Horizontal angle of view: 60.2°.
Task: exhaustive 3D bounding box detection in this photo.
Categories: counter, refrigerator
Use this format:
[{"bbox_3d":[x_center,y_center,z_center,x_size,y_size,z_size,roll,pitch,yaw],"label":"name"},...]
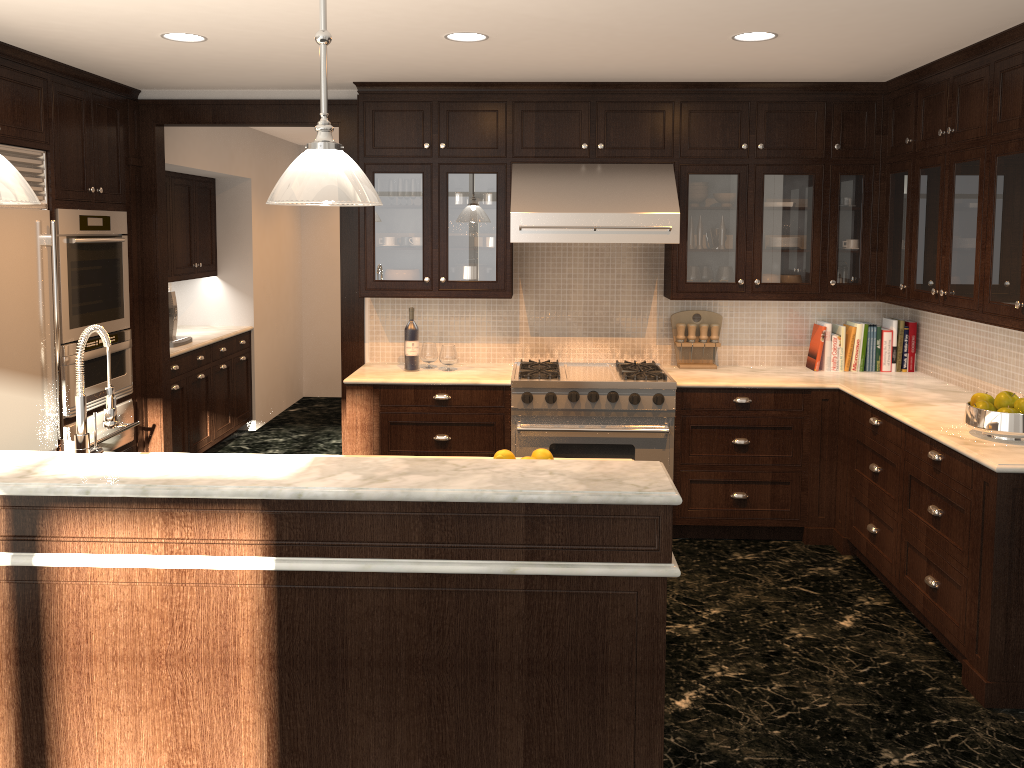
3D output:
[{"bbox_3d":[-2.600,-0.325,6.664,0.709,0.031,1.876,1,10,2],"label":"counter"},{"bbox_3d":[-0.997,0.363,2.764,2.867,0.031,1.066,1,10,2],"label":"counter"},{"bbox_3d":[-1.000,0.244,2.388,2.853,0.031,0.331,1,10,2],"label":"counter"},{"bbox_3d":[0.723,0.095,4.357,3.367,0.031,2.341,1,10,2],"label":"counter"},{"bbox_3d":[-2.661,-0.051,4.125,0.687,2.105,0.897,0,5,2],"label":"refrigerator"}]

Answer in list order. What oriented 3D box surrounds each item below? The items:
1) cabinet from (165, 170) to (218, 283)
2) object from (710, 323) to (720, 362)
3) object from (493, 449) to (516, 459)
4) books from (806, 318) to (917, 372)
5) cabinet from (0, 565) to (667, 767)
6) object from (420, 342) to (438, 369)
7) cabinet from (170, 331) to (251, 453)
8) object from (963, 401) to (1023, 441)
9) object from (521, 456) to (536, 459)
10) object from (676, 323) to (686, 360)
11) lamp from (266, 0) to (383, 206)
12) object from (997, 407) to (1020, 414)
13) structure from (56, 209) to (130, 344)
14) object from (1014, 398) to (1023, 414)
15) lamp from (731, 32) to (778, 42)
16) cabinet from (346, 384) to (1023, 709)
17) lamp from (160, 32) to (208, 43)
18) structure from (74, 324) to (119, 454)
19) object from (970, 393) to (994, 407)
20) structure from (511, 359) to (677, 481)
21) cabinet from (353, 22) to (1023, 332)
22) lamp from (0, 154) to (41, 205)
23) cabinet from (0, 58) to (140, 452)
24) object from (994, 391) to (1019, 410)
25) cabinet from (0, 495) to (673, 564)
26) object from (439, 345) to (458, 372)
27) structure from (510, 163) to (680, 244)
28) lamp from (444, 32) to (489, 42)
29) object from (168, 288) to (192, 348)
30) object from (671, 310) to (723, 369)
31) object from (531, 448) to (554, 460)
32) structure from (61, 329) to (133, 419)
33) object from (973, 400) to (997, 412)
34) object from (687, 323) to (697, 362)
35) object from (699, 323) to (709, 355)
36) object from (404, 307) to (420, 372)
[{"bbox_3d":[-2.735,-1.176,6.600,0.432,0.819,1.876,0,9,2],"label":"cabinet"},{"bbox_3d":[1.232,-0.252,5.373,0.061,0.235,0.061,-3,6,-34],"label":"object"},{"bbox_3d":[-0.024,0.258,2.982,0.079,0.073,0.083,-1,8,-11],"label":"object"},{"bbox_3d":[2.109,-0.241,5.350,0.603,0.309,0.196,1,6,1],"label":"books"},{"bbox_3d":[-0.995,0.799,2.803,2.846,0.906,1.036,1,8,2],"label":"cabinet"},{"bbox_3d":[-0.500,-0.170,5.317,0.112,0.150,0.113,0,7,-6],"label":"object"},{"bbox_3d":[-2.274,0.065,6.685,0.057,0.739,1.811,0,9,2],"label":"cabinet"},{"bbox_3d":[2.029,0.153,3.621,0.318,0.121,0.322,0,9,-4],"label":"object"},{"bbox_3d":[0.050,0.273,2.888,0.081,0.071,0.083,2,8,12],"label":"object"},{"bbox_3d":[1.028,-0.258,5.378,0.061,0.227,0.061,-1,5,-16],"label":"object"},{"bbox_3d":[-0.516,-0.884,2.417,0.317,0.777,0.320,2,6,16],"label":"lamp"},{"bbox_3d":[1.989,0.141,3.538,0.091,0.097,0.093,5,8,31],"label":"object"},{"bbox_3d":[-2.589,-0.626,4.968,0.613,0.695,0.766,1,7,2],"label":"structure"},{"bbox_3d":[2.053,0.097,3.518,0.091,0.097,0.093,-3,8,-27],"label":"object"},{"bbox_3d":[1.062,-1.584,3.859,0.198,0.136,0.199,6,10,36],"label":"lamp"},{"bbox_3d":[0.721,0.547,4.393,3.367,0.873,2.341,1,9,2],"label":"cabinet"},{"bbox_3d":[-1.464,-1.611,3.937,0.197,0.136,0.200,1,8,7],"label":"lamp"},{"bbox_3d":[-1.311,0.075,2.789,0.051,0.526,0.245,0,6,1],"label":"structure"},{"bbox_3d":[1.970,0.085,3.696,0.093,0.098,0.091,-4,8,-31],"label":"object"},{"bbox_3d":[0.456,0.318,5.203,0.905,0.831,0.726,1,7,2],"label":"structure"},{"bbox_3d":[0.732,-0.968,4.276,3.366,1.245,2.333,1,9,2],"label":"cabinet"},{"bbox_3d":[-1.500,-0.895,2.448,0.317,0.777,0.320,2,6,16],"label":"lamp"},{"bbox_3d":[-2.642,-0.366,4.516,0.756,2.402,1.861,0,7,2],"label":"cabinet"},{"bbox_3d":[2.019,0.079,3.600,0.091,0.099,0.096,-2,8,-21],"label":"object"},{"bbox_3d":[-1.011,0.335,2.396,2.835,0.151,0.296,1,9,2],"label":"cabinet"},{"bbox_3d":[-0.376,-0.154,5.226,0.112,0.150,0.113,0,7,-6],"label":"object"},{"bbox_3d":[0.465,-1.060,5.119,0.930,0.474,0.646,1,8,2],"label":"structure"},{"bbox_3d":[-0.201,-1.598,3.898,0.198,0.136,0.199,-5,10,-33],"label":"lamp"},{"bbox_3d":[-2.567,-0.481,6.330,0.447,0.403,0.347,1,7,2],"label":"object"},{"bbox_3d":[1.130,-0.273,5.384,0.316,0.347,0.111,0,5,1],"label":"object"},{"bbox_3d":[0.103,0.255,2.994,0.083,0.071,0.082,3,8,17],"label":"object"},{"bbox_3d":[-2.638,-0.077,5.014,0.665,0.385,0.771,1,9,2],"label":"structure"},{"bbox_3d":[1.943,0.115,3.628,0.100,0.096,0.092,3,8,19],"label":"object"},{"bbox_3d":[1.094,-0.253,5.376,0.061,0.235,0.061,-2,6,-28],"label":"object"},{"bbox_3d":[1.166,-0.258,5.374,0.061,0.224,0.061,-2,6,-28],"label":"object"},{"bbox_3d":[-0.591,-0.266,5.209,0.094,0.375,0.095,2,5,17],"label":"object"}]
